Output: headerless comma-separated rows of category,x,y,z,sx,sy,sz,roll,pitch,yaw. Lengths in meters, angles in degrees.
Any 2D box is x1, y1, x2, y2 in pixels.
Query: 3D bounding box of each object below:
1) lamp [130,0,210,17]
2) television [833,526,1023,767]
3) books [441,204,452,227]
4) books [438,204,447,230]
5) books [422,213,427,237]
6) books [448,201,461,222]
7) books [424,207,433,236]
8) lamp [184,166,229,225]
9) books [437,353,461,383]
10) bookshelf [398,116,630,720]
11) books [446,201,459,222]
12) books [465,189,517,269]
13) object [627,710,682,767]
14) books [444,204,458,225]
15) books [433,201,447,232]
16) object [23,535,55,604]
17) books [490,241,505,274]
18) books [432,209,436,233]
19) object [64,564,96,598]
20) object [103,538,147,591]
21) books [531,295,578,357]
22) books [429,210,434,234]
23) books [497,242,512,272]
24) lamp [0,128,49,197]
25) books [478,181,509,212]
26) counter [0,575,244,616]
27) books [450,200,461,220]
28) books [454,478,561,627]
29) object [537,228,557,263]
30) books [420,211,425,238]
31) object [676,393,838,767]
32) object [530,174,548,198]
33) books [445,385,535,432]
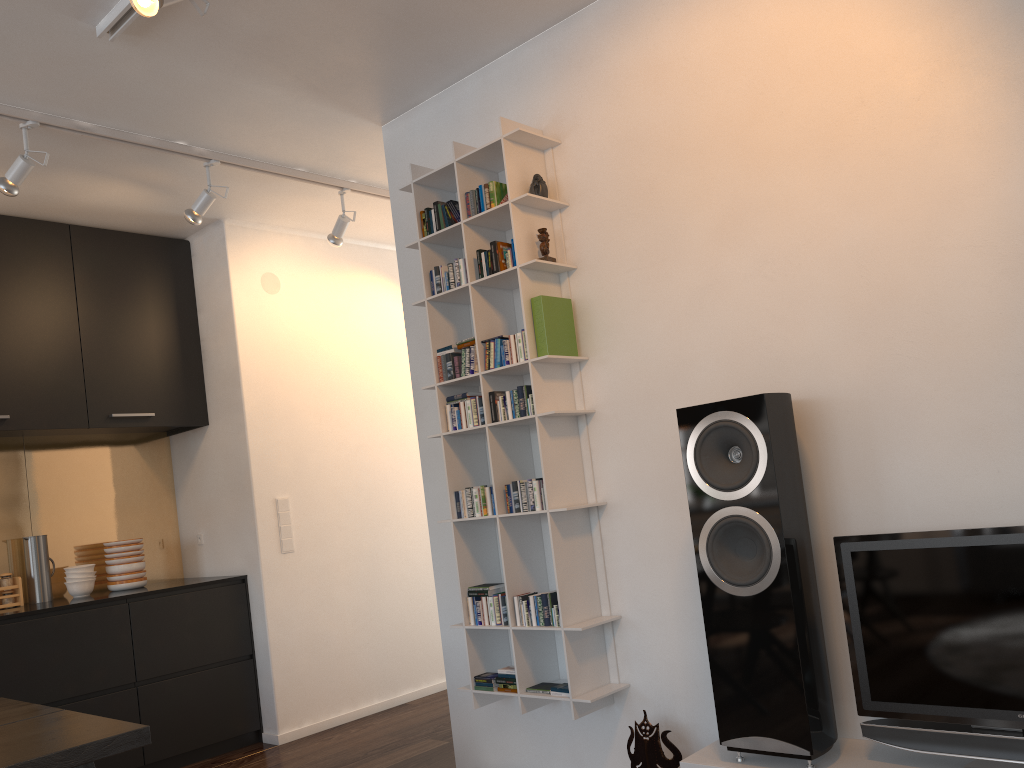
lamp,-0.934,-1.082,2.403,0.085,0.238,0.251,-8,-5,24
television,1.210,0.632,2.079,0.344,0.597,0.795,-5,-6,-29
books,-0.225,-0.620,3.299,0.028,0.093,0.069,-10,-5,42
books,-0.240,-0.620,3.312,0.019,0.098,0.074,-10,-5,42
books,-0.308,-0.600,3.375,0.014,0.092,0.069,-10,-5,42
books,-0.188,-0.631,3.266,0.058,0.098,0.069,-11,-6,42
books,-0.297,-0.611,3.362,0.023,0.107,0.069,-10,-5,42
lamp,-1.350,-0.841,3.930,0.251,0.239,0.085,-9,-4,18
books,-0.214,-0.060,3.347,0.102,0.104,0.096,-11,-7,42
bookshelf,-0.016,0.142,3.250,0.643,2.065,0.226,-10,-4,42
books,-0.195,-0.630,3.272,0.058,0.098,0.069,-11,-6,42
books,-0.040,-0.550,3.174,0.230,0.331,0.107,-11,-5,43
object,0.456,1.220,2.842,0.214,0.349,0.121,-11,-5,42
books,-0.208,-0.623,3.283,0.046,0.090,0.069,-10,-6,42
books,-0.257,-0.623,3.329,0.029,0.115,0.074,-10,-5,42
object,-2.412,0.947,4.530,0.164,0.338,0.115,-3,-5,-45
books,-0.039,-0.444,3.141,0.029,0.115,0.074,-10,-5,42
books,-0.269,-0.609,3.342,0.014,0.092,0.069,-10,-5,42
object,-2.249,1.027,4.611,0.157,0.159,0.155,-5,-5,-20
object,-2.084,0.974,4.768,0.198,0.263,0.199,-8,-5,16
books,0.150,-0.193,3.087,0.049,0.213,0.165,-10,-5,42
books,-0.280,-0.606,3.351,0.014,0.092,0.069,-10,-5,42
books,-0.020,-0.444,3.127,0.016,0.107,0.069,-10,-5,42
lamp,-1.856,-0.849,3.374,0.251,0.239,0.085,-8,-4,13
books,-0.026,-0.668,3.154,0.161,0.110,0.101,-12,-7,42
counter,-3.384,1.059,3.112,0.737,0.002,5.055,-13,-9,42
books,-0.182,-0.633,3.260,0.058,0.098,0.069,-11,-6,42
books,0.013,0.610,3.197,0.473,0.508,0.122,-11,-5,42
object,0.116,-0.480,3.093,0.046,0.139,0.064,-9,-4,33
books,-0.318,-0.605,3.388,0.016,0.107,0.069,-10,-5,42
object,0.718,0.544,2.505,0.297,0.998,0.280,-10,-4,42
object,0.093,-0.687,3.106,0.064,0.100,0.060,-8,-4,19
books,-0.047,0.090,3.225,0.471,0.112,0.122,-13,-8,42
